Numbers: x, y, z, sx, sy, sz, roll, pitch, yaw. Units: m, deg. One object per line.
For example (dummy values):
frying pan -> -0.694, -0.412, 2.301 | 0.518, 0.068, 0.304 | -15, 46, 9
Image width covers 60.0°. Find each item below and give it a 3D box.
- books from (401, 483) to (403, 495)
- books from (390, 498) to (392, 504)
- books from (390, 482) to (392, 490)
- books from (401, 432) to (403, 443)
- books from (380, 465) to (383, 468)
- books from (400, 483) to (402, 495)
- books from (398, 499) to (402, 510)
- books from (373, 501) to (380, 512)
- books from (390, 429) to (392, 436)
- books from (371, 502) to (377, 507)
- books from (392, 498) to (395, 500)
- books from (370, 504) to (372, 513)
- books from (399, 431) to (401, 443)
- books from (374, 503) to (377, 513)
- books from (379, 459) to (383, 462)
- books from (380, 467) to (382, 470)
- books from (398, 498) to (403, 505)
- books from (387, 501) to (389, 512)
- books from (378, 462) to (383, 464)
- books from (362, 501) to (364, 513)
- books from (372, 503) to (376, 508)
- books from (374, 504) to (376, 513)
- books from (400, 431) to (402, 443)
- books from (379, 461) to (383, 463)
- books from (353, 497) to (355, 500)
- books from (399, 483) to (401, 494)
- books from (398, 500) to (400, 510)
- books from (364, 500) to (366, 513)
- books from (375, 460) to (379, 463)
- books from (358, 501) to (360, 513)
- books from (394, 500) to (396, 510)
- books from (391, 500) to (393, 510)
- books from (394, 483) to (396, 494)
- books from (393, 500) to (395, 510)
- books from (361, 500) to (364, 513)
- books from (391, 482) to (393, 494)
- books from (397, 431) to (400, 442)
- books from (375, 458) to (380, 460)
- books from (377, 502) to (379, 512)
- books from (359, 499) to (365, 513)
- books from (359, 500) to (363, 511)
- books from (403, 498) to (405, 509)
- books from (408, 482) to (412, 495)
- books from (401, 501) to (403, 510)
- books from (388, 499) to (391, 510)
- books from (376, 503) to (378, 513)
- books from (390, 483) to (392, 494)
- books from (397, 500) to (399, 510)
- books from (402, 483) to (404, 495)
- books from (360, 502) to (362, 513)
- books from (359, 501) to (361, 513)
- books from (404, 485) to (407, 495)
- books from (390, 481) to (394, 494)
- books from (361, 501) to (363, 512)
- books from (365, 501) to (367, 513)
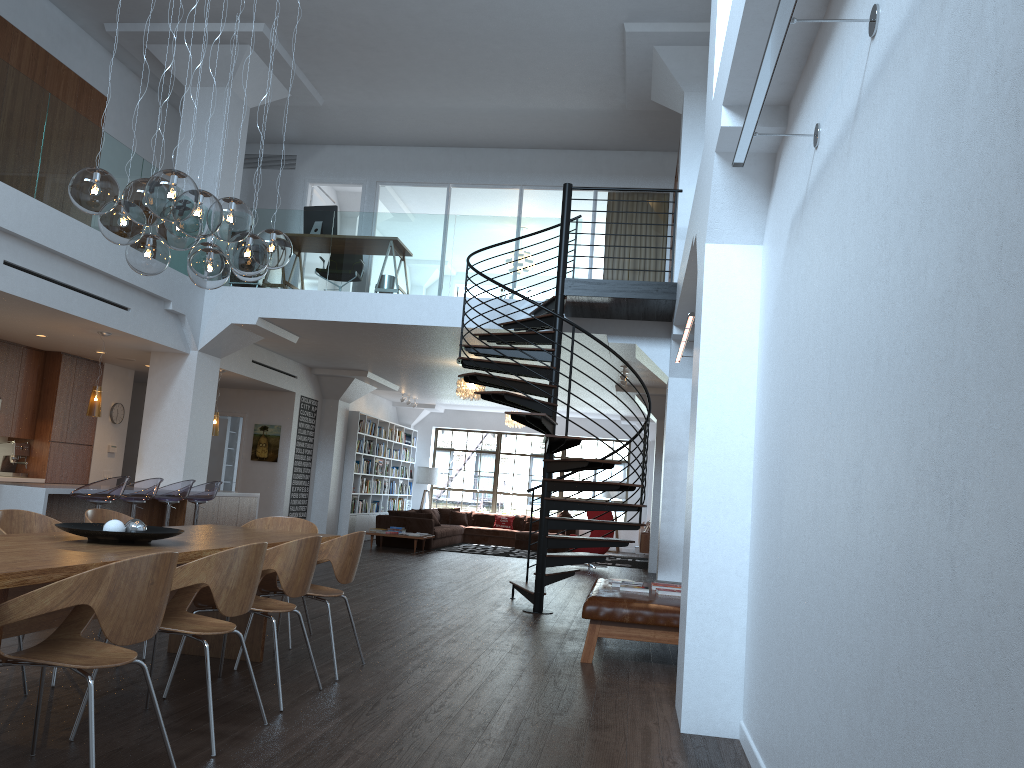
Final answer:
books -> -2.540, 2.341, 19.834 | 0.160, 0.251, 0.036 | 3, -7, 8
books -> -2.671, 2.589, 18.991 | 0.176, 0.290, 0.053 | 3, -7, 8
books -> -2.660, 2.218, 18.927 | 0.182, 0.255, 0.077 | 3, -7, 8
books -> -2.506, 1.173, 19.550 | 0.183, 0.253, 0.034 | 3, -7, 8
books -> -2.757, 1.680, 18.150 | 0.183, 0.042, 0.253 | 3, -7, 8
books -> -2.555, 2.327, 19.730 | 0.183, 0.253, 0.039 | 3, -7, 8
books -> -2.575, 2.700, 19.811 | 0.198, 0.284, 0.066 | 3, -7, 8
books -> -2.789, 2.507, 18.154 | 0.140, 0.231, 0.042 | 3, -7, 8
books -> -2.630, 1.062, 18.707 | 0.160, 0.251, 0.031 | 3, -7, 8
books -> -2.817, 2.496, 17.961 | 0.146, 0.202, 0.027 | 3, -7, 8
books -> -2.636, 2.625, 19.259 | 0.176, 0.290, 0.036 | 3, -7, 8
books -> -2.858, 2.464, 17.627 | 0.128, 0.178, 0.022 | 3, -7, 8
books -> -2.534, 1.151, 19.384 | 0.183, 0.253, 0.034 | 3, -7, 8
books -> -2.816, 2.497, 17.928 | 0.139, 0.191, 0.036 | 3, -7, 8
books -> -2.739, 1.560, 18.181 | 0.129, 0.043, 0.185 | 1, -8, 23
books -> -2.768, 1.722, 18.150 | 0.168, 0.045, 0.231 | 4, -7, 3
books -> -2.529, 2.710, 19.918 | 0.140, 0.298, 0.044 | 3, -7, 8
books -> -2.711, 2.584, 18.763 | 0.174, 0.240, 0.045 | 3, -7, 8
books -> -2.769, 1.618, 18.190 | 0.223, 0.027, 0.161 | 5, -7, -2
books -> -2.944, 2.351, 17.064 | 0.160, 0.251, 0.039 | 3, -7, 8
books -> -2.818, 2.500, 17.898 | 0.128, 0.178, 0.021 | 3, -7, 8
books -> -2.822, 2.499, 17.871 | 0.126, 0.173, 0.032 | 3, -7, 8
books -> -2.525, 1.160, 19.449 | 0.183, 0.253, 0.034 | 3, -7, 8
books -> -2.747, 1.593, 18.182 | 0.144, 0.024, 0.208 | 3, -7, 13
books -> -3.013, 2.122, 16.477 | 0.174, 0.045, 0.240 | 5, -7, -2
books -> -2.559, 2.312, 19.626 | 0.174, 0.251, 0.051 | 3, -7, 8
books -> -2.587, 2.690, 19.606 | 0.183, 0.253, 0.037 | 3, -7, 8
books -> -2.924, 2.367, 17.187 | 0.183, 0.253, 0.042 | 3, -7, 8
books -> -2.790, 1.540, 17.775 | 0.174, 0.045, 0.240 | 3, -7, 8
books -> -2.973, 2.330, 16.797 | 0.161, 0.223, 0.032 | 3, -7, 8
books -> -2.630, 2.647, 19.304 | 0.180, 0.259, 0.060 | 3, -7, 8
books -> -2.666, 2.613, 19.031 | 0.183, 0.253, 0.034 | 3, -7, 8
books -> -2.616, 2.264, 19.221 | 0.174, 0.242, 0.105 | 3, -7, 8
books -> -2.633, 2.639, 19.221 | 0.183, 0.253, 0.034 | 3, -7, 8
books -> -2.947, 2.348, 17.025 | 0.171, 0.246, 0.039 | 3, -7, 8
books -> -2.643, 2.227, 18.971 | 0.182, 0.253, 0.098 | 3, -7, 8
books -> -2.543, 1.144, 19.302 | 0.171, 0.246, 0.057 | 3, -7, 8
books -> -2.782, 1.501, 17.757 | 0.223, 0.027, 0.161 | 2, -7, 18
books -> -2.798, 2.510, 18.068 | 0.146, 0.202, 0.027 | 3, -7, 8
books -> -2.941, 2.352, 17.104 | 0.180, 0.259, 0.042 | 3, -7, 8
books -> -2.960, 2.334, 16.954 | 0.183, 0.253, 0.042 | 3, -7, 8
books -> -2.521, 2.741, 20.136 | 0.176, 0.290, 0.053 | 3, -7, 8
books -> -2.421, 2.426, 20.611 | 0.176, 0.290, 0.053 | 3, -7, 8
books -> -2.556, 2.727, 19.867 | 0.189, 0.247, 0.057 | 3, -7, 8
books -> -2.694, 2.577, 18.883 | 0.198, 0.284, 0.066 | 3, -7, 8
books -> -2.805, 2.500, 17.987 | 0.146, 0.202, 0.027 | 3, -7, 8
books -> -2.659, 2.219, 18.886 | 0.174, 0.243, 0.085 | 3, -7, 8
books -> -2.596, 2.685, 19.572 | 0.183, 0.253, 0.036 | 3, -7, 8
books -> -2.525, 2.351, 19.915 | 0.183, 0.253, 0.042 | 3, -7, 8
books -> -2.956, 2.354, 16.913 | 0.161, 0.223, 0.030 | 3, -7, 8
books -> -2.965, 2.341, 16.883 | 0.161, 0.223, 0.033 | 3, -7, 8
books -> -2.496, 2.393, 20.134 | 0.168, 0.228, 0.139 | 3, -7, 8
books -> -2.644, 2.221, 19.078 | 0.197, 0.290, 0.136 | 3, -7, 8
books -> -2.954, 2.355, 16.987 | 0.161, 0.223, 0.033 | 3, -7, 8
books -> -2.913, 2.388, 17.275 | 0.174, 0.236, 0.142 | 3, -7, 8
